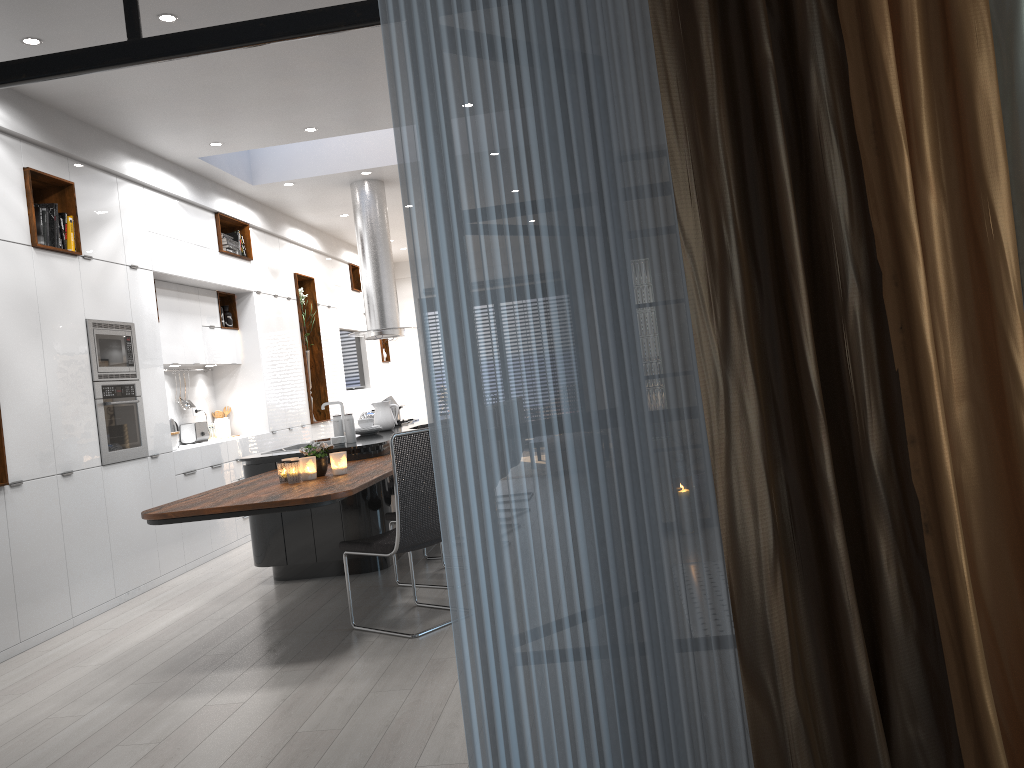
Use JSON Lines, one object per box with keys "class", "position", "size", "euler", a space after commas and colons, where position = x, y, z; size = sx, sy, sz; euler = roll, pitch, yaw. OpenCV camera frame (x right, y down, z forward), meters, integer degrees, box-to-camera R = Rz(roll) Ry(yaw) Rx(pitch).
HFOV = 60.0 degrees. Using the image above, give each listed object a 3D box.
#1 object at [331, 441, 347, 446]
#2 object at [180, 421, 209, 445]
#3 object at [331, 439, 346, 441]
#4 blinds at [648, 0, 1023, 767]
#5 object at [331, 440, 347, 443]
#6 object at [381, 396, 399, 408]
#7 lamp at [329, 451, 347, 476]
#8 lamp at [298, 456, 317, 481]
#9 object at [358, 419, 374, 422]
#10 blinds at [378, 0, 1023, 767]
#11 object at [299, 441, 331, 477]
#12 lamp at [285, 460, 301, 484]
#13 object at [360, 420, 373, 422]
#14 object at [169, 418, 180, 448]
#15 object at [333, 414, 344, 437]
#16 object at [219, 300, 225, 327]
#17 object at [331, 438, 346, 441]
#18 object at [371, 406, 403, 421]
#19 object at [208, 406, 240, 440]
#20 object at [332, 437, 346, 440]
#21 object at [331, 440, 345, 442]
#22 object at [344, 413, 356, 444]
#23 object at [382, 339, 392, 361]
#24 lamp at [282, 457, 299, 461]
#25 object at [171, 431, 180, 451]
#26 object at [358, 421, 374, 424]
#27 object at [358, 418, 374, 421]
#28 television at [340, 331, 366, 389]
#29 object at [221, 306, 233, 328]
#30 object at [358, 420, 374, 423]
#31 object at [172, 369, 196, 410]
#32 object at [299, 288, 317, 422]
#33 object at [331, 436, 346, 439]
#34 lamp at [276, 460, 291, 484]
{"class": "object", "position": [-1.223, 0.424, 6.271], "size": [0.111, 0.023, 0.111], "euler": [-7, 0, 19]}
{"class": "object", "position": [-2.963, 0.458, 8.292], "size": [0.176, 0.195, 0.260], "euler": [-7, 0, 7]}
{"class": "object", "position": [-1.226, 0.404, 6.271], "size": [0.111, 0.023, 0.111], "euler": [-7, 0, 19]}
{"class": "blinds", "position": [0.695, -0.392, 1.614], "size": [0.810, 3.046, 0.255], "euler": [-7, -1, 7]}
{"class": "object", "position": [-1.224, 0.417, 6.271], "size": [0.111, 0.023, 0.111], "euler": [-7, 0, 19]}
{"class": "object", "position": [-1.275, 0.231, 8.986], "size": [0.249, 0.212, 0.256], "euler": [-7, 0, 42]}
{"class": "lamp", "position": [-0.975, 0.449, 4.997], "size": [0.095, 0.124, 0.096], "euler": [-7, -1, 39]}
{"class": "lamp", "position": [-1.126, 0.468, 4.898], "size": [0.095, 0.124, 0.095], "euler": [-7, 0, -1]}
{"class": "object", "position": [-1.233, 0.328, 7.487], "size": [0.138, 0.051, 0.138], "euler": [-7, 0, -13]}
{"class": "blinds", "position": [0.425, -0.354, 1.746], "size": [1.300, 3.069, 0.052], "euler": [-7, -1, 7]}
{"class": "object", "position": [-1.108, 0.423, 5.035], "size": [0.151, 0.206, 0.157], "euler": [-7, 0, 23]}
{"class": "lamp", "position": [-1.185, 0.479, 4.804], "size": [0.078, 0.120, 0.078], "euler": [-7, -1, -11]}
{"class": "object", "position": [-1.232, 0.334, 7.487], "size": [0.138, 0.051, 0.138], "euler": [-7, 0, -13]}
{"class": "object", "position": [-2.984, 0.429, 7.719], "size": [0.220, 0.270, 0.179], "euler": [-6, -1, -41]}
{"class": "object", "position": [-1.257, 0.328, 6.421], "size": [0.071, 0.219, 0.071], "euler": [-6, -1, -30]}
{"class": "object", "position": [-2.906, -0.687, 8.730], "size": [0.124, 0.275, 0.124], "euler": [-7, -1, -5]}
{"class": "object", "position": [-1.226, 0.398, 6.271], "size": [0.111, 0.023, 0.111], "euler": [-7, 0, 19]}
{"class": "object", "position": [-1.257, 0.316, 8.987], "size": [0.253, 0.147, 0.265], "euler": [-7, 0, -41]}
{"class": "object", "position": [-2.900, 0.385, 8.837], "size": [0.220, 0.316, 0.330], "euler": [-7, 0, 6]}
{"class": "object", "position": [-1.227, 0.392, 6.272], "size": [0.111, 0.023, 0.111], "euler": [-7, 0, 19]}
{"class": "object", "position": [-1.225, 0.411, 6.271], "size": [0.111, 0.023, 0.111], "euler": [-7, 0, 19]}
{"class": "object", "position": [-1.174, 0.318, 6.421], "size": [0.071, 0.219, 0.071], "euler": [-7, -1, 32]}
{"class": "object", "position": [-2.020, -0.668, 13.900], "size": [0.480, 0.626, 0.315], "euler": [-7, -1, -3]}
{"class": "lamp", "position": [-1.239, 0.480, 4.983], "size": [0.095, 0.124, 0.096], "euler": [-7, 0, 23]}
{"class": "object", "position": [-2.888, 0.483, 7.170], "size": [0.380, 0.148, 0.263], "euler": [-7, 0, 6]}
{"class": "object", "position": [-1.230, 0.345, 7.487], "size": [0.138, 0.051, 0.138], "euler": [-7, 0, -13]}
{"class": "object", "position": [-1.233, 0.323, 7.487], "size": [0.138, 0.051, 0.138], "euler": [-7, 0, -13]}
{"class": "television", "position": [-2.266, -0.328, 12.319], "size": [0.050, 0.805, 1.187], "euler": [-7, 0, 6]}
{"class": "object", "position": [-2.882, -0.670, 8.924], "size": [0.123, 0.231, 0.123], "euler": [-7, -1, 8]}
{"class": "object", "position": [-1.231, 0.340, 7.487], "size": [0.138, 0.051, 0.138], "euler": [-7, 0, -13]}
{"class": "object", "position": [-3.072, 0.052, 8.280], "size": [0.069, 0.389, 0.320], "euler": [-7, 0, 8]}
{"class": "object", "position": [-2.448, -0.353, 10.504], "size": [0.321, 1.615, 0.323], "euler": [-7, -1, 32]}
{"class": "object", "position": [-1.228, 0.385, 6.272], "size": [0.111, 0.023, 0.111], "euler": [-7, 0, 19]}
{"class": "lamp", "position": [-1.249, 0.485, 4.877], "size": [0.078, 0.120, 0.078], "euler": [-7, -1, -11]}
